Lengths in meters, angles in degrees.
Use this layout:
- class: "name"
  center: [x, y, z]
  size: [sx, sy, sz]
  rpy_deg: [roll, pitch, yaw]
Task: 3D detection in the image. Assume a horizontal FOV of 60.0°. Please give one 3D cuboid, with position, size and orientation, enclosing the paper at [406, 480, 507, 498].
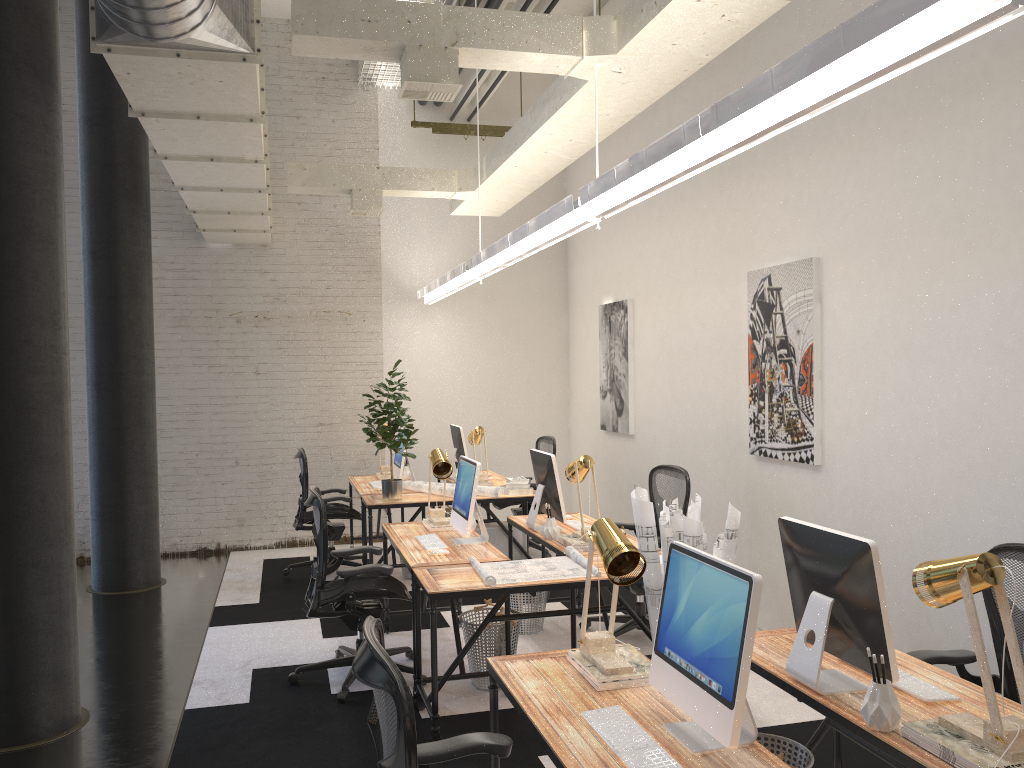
- class: "paper"
  center: [-0.497, 0.834, 7.141]
  size: [1.134, 0.082, 0.083]
  rpy_deg: [0, 1, 40]

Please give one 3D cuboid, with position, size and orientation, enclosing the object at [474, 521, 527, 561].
- class: "object"
  center: [-0.156, 1.370, 7.234]
  size: [0.544, 0.455, 0.221]
  rpy_deg: [-1, 1, -15]

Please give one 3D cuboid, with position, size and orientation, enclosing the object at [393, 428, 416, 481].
- class: "object"
  center: [-0.945, 0.634, 7.729]
  size: [0.189, 0.485, 0.483]
  rpy_deg: [-1, 1, -15]

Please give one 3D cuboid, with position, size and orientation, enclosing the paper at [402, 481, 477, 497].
- class: "paper"
  center: [-0.659, 0.837, 7.100]
  size: [0.083, 0.082, 1.134]
  rpy_deg: [-2, 1, -40]

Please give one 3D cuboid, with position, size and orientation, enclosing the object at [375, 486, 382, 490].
- class: "object"
  center: [-1.088, 0.867, 7.385]
  size: [0.106, 0.029, 0.059]
  rpy_deg: [-1, 1, -14]

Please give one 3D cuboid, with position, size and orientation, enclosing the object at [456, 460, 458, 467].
- class: "object"
  center: [-0.466, 0.763, 7.763]
  size: [0.008, 0.207, 0.054]
  rpy_deg: [0, 2, 41]

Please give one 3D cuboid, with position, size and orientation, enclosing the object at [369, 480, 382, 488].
- class: "object"
  center: [-1.163, 0.871, 7.705]
  size: [0.118, 0.018, 0.439]
  rpy_deg: [-1, 1, -15]

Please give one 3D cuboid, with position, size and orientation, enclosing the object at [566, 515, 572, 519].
- class: "object"
  center: [0.348, 0.882, 5.882]
  size: [0.106, 0.029, 0.059]
  rpy_deg: [-1, 1, -14]

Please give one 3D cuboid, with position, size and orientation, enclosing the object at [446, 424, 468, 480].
- class: "object"
  center: [-0.500, 0.622, 8.115]
  size: [0.189, 0.485, 0.483]
  rpy_deg: [-1, 1, -15]

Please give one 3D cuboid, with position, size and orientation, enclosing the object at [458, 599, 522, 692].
- class: "object"
  center: [-0.113, 1.427, 4.854]
  size: [0.353, 0.435, 0.358]
  rpy_deg: [-1, 1, -18]

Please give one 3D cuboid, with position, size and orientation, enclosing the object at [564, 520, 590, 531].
- class: "object"
  center: [0.424, 0.891, 5.563]
  size: [0.118, 0.018, 0.439]
  rpy_deg: [-1, 1, -15]

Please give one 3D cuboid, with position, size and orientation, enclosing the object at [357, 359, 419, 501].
- class: "object"
  center: [-0.951, 0.350, 6.827]
  size: [0.438, 1.078, 0.513]
  rpy_deg: [-2, 2, -24]

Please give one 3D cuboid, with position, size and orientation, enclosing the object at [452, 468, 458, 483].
- class: "object"
  center: [-0.470, 0.805, 7.778]
  size: [0.101, 0.127, 0.101]
  rpy_deg: [0, 1, 30]

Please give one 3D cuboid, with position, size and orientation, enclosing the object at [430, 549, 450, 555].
- class: "object"
  center: [-0.390, 0.908, 4.796]
  size: [0.106, 0.029, 0.059]
  rpy_deg: [-1, 1, -14]

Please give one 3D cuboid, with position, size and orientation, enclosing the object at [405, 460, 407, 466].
- class: "object"
  center: [-0.974, 0.768, 8.089]
  size: [0.008, 0.207, 0.054]
  rpy_deg: [0, 2, 41]

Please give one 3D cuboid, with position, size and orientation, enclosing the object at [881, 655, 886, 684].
- class: "object"
  center: [1.002, 0.824, 2.382]
  size: [0.008, 0.207, 0.054]
  rpy_deg: [0, 2, 41]

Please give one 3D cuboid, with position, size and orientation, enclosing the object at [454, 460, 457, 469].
- class: "object"
  center: [-0.479, 0.764, 7.764]
  size: [0.054, 0.207, 0.008]
  rpy_deg: [-2, 2, -27]

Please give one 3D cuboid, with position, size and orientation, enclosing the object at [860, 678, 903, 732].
- class: "object"
  center: [0.999, 0.866, 2.396]
  size: [0.101, 0.127, 0.101]
  rpy_deg: [0, 1, 30]

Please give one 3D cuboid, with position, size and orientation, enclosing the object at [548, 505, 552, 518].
- class: "object"
  center: [0.231, 0.804, 5.174]
  size: [0.008, 0.207, 0.054]
  rpy_deg: [0, 2, 41]

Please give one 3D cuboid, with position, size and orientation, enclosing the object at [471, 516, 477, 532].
- class: "object"
  center: [-0.271, 0.851, 5.487]
  size: [0.101, 0.127, 0.101]
  rpy_deg: [0, 1, 30]

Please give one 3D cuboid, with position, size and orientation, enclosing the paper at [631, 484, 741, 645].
- class: "paper"
  center: [0.774, 1.039, 3.979]
  size: [0.412, 1.198, 0.440]
  rpy_deg: [-2, 2, -37]

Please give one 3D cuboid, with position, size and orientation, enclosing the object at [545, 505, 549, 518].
- class: "object"
  center: [0.219, 0.805, 5.175]
  size: [0.054, 0.207, 0.008]
  rpy_deg: [-2, 2, -27]

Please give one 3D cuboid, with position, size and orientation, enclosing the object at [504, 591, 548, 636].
- class: "object"
  center: [0.089, 1.411, 5.854]
  size: [0.353, 0.435, 0.358]
  rpy_deg: [-1, 1, -18]

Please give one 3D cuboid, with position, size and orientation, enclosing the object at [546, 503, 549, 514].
- class: "object"
  center: [0.217, 0.803, 5.199]
  size: [0.008, 0.207, 0.054]
  rpy_deg: [-2, 2, -32]

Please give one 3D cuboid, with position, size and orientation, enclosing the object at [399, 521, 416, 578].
- class: "object"
  center: [-0.811, 1.386, 7.443]
  size: [0.353, 0.435, 0.358]
  rpy_deg: [-1, 1, -18]

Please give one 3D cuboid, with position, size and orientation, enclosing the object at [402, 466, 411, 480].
- class: "object"
  center: [-0.969, 0.810, 8.076]
  size: [0.101, 0.127, 0.101]
  rpy_deg: [0, 1, 30]

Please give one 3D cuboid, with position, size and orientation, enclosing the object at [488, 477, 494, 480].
- class: "object"
  center: [-0.274, 0.850, 8.152]
  size: [0.118, 0.018, 0.439]
  rpy_deg: [-1, 1, -15]

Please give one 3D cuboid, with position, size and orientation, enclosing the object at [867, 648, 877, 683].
- class: "object"
  center: [0.988, 0.824, 2.407]
  size: [0.008, 0.207, 0.054]
  rpy_deg: [-2, 2, -32]

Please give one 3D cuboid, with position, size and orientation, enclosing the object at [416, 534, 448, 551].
- class: "object"
  center: [-0.465, 0.912, 5.116]
  size: [0.118, 0.018, 0.439]
  rpy_deg: [-1, 1, -15]

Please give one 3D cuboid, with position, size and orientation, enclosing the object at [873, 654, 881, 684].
- class: "object"
  center: [0.990, 0.825, 2.383]
  size: [0.054, 0.207, 0.008]
  rpy_deg: [-2, 2, -27]

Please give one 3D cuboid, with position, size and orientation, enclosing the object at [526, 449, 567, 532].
- class: "object"
  center: [0.198, 0.663, 5.526]
  size: [0.189, 0.485, 0.483]
  rpy_deg: [-1, 1, -15]

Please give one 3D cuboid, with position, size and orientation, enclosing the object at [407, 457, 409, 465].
- class: "object"
  center: [-0.962, 0.768, 8.088]
  size: [0.054, 0.207, 0.008]
  rpy_deg: [-2, 2, -27]

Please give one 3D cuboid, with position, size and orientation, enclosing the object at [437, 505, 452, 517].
- class: "object"
  center: [-0.608, 1.370, 8.443]
  size: [0.353, 0.435, 0.358]
  rpy_deg: [-1, 1, -18]

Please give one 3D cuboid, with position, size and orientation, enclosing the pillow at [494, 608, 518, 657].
- class: "pillow"
  center: [-0.035, 1.438, 4.869]
  size: [0.119, 0.407, 0.239]
  rpy_deg: [-1, 1, -14]

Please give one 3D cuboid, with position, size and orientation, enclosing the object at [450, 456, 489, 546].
- class: "object"
  center: [-0.248, 0.675, 5.140]
  size: [0.189, 0.485, 0.483]
  rpy_deg: [-1, 1, -15]

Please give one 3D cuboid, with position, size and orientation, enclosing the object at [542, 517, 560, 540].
- class: "object"
  center: [0.228, 0.846, 5.189]
  size: [0.101, 0.127, 0.101]
  rpy_deg: [0, 1, 30]

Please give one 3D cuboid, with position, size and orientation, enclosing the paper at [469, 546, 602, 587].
- class: "paper"
  center: [0.104, 0.897, 4.399]
  size: [0.625, 0.061, 0.567]
  rpy_deg: [-1, 1, -17]

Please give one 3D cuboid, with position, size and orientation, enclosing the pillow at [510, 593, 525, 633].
- class: "pillow"
  center: [0.012, 1.426, 5.839]
  size: [0.119, 0.407, 0.239]
  rpy_deg: [-1, 1, -14]

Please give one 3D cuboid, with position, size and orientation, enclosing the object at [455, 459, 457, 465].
- class: "object"
  center: [-0.481, 0.762, 7.788]
  size: [0.008, 0.207, 0.054]
  rpy_deg: [-2, 2, -32]
